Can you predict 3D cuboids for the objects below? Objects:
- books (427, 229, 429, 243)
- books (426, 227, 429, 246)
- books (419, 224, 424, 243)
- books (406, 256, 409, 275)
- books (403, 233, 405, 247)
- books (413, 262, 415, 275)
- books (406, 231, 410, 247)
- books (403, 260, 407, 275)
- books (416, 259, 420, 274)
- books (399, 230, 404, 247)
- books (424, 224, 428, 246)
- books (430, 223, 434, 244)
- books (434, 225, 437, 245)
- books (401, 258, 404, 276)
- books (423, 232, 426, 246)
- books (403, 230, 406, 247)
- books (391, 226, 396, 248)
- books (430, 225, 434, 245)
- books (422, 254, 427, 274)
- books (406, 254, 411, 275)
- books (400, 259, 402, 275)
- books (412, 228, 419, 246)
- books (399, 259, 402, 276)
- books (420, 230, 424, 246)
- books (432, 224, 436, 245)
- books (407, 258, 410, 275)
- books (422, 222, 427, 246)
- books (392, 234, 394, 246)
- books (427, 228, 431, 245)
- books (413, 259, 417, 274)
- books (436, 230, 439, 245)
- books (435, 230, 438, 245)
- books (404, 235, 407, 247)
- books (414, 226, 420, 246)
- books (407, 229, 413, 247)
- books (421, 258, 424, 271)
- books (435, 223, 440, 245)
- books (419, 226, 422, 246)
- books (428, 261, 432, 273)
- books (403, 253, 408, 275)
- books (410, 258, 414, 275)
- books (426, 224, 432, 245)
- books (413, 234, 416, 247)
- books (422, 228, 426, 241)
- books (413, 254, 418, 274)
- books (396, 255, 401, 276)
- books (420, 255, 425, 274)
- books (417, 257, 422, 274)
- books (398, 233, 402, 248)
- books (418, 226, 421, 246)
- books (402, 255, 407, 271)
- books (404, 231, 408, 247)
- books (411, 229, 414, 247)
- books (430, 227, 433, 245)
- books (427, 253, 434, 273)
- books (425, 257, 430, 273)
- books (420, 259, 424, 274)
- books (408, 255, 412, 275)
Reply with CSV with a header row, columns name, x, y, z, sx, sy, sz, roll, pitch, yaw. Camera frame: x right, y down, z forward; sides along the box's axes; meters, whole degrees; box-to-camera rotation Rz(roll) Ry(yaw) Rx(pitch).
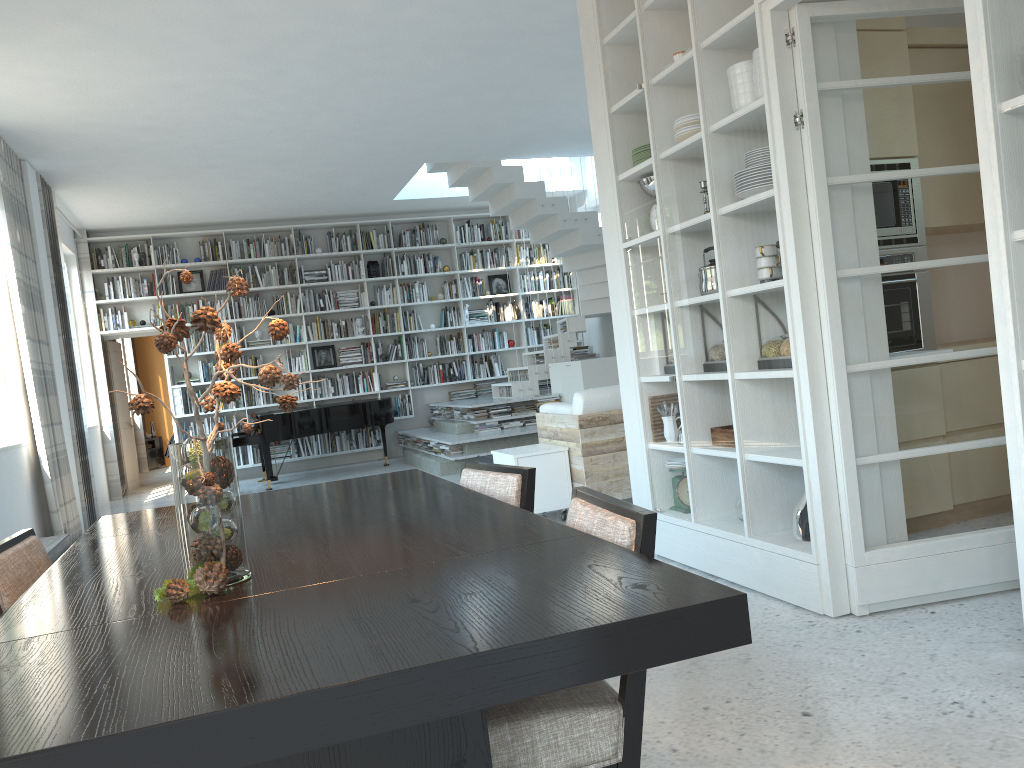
name,x,y,z,sx,sy,sz,roll,pitch,yaw
books,-1.150,-1.977,11.980,0.008,0.275,0.163,-7,2,-18
books,-1.161,-1.979,11.981,0.012,0.280,0.144,-7,2,-18
books,-1.220,-1.987,11.952,0.006,0.312,0.179,-7,2,-18
books,-1.412,-1.571,11.886,0.010,0.269,0.166,-7,2,-18
books,-1.465,-1.922,11.878,0.011,0.244,0.172,-7,2,-18
books,-1.336,-1.554,11.928,0.014,0.215,0.132,-7,2,-18
books,-1.404,-1.921,11.898,0.028,0.226,0.163,-7,2,-18
books,-1.446,-1.536,11.864,0.026,0.208,0.181,-7,2,-18
books,-1.279,-1.562,11.945,0.025,0.216,0.144,-7,2,-18
books,-1.471,-1.921,11.866,0.009,0.244,0.173,-7,2,-18
books,-1.172,-1.986,11.948,0.015,0.299,0.183,-7,2,-18
books,-1.091,-2.009,12.020,0.008,0.321,0.133,-7,2,-18
books,-1.052,-1.991,11.996,0.008,0.279,0.180,-7,2,-18
books,-1.478,-1.550,11.873,0.026,0.243,0.148,-7,2,-18
books,-1.197,-1.934,11.943,0.018,0.201,0.188,-7,2,-18
books,-1.457,-1.929,11.889,0.012,0.255,0.133,-7,2,-18
books,-1.593,-1.936,11.815,0.019,0.304,0.176,-7,2,-18
books,-1.097,-1.996,12.000,0.019,0.299,0.137,-7,2,-18
books,-1.186,-1.608,11.977,0.012,0.285,0.159,-7,2,-18
books,-1.394,-1.587,11.907,0.021,0.296,0.138,-7,2,-18
books,-1.497,-1.546,11.872,0.012,0.240,0.138,-7,2,-18
books,-1.295,-1.950,11.910,0.028,0.258,0.185,-7,2,-18
books,-1.512,-1.564,11.874,0.011,0.280,0.133,-7,2,-18
books,-1.224,-1.945,11.945,0.018,0.231,0.160,-7,2,-18
books,-1.065,-1.999,11.999,0.013,0.297,0.188,-7,2,-18
books,-1.402,-1.556,11.898,0.012,0.236,0.165,-7,2,-18
books,-1.189,-2.000,11.960,0.007,0.329,0.183,-7,2,-18
books,-1.611,-1.896,11.818,0.033,0.229,0.175,-7,2,-18
books,-1.133,-1.968,11.985,0.024,0.252,0.149,-7,2,-18
books,-1.318,-1.560,11.937,0.028,0.223,0.142,-7,2,-18
books,-1.023,-1.960,12.011,0.014,0.209,0.188,-7,2,-18
books,-1.041,-1.961,12.014,0.018,0.214,0.157,-7,2,-18
books,-1.440,-1.895,11.885,0.009,0.183,0.160,-7,2,-18
books,-1.279,-1.970,11.940,0.024,0.292,0.167,-7,2,-18
books,-1.378,-1.939,11.905,0.030,0.255,0.161,-7,2,-18
books,-1.218,-1.572,11.951,0.011,0.222,0.159,-7,2,-18
books,-1.019,-2.009,12.013,0.006,0.306,0.163,-7,2,-18
books,-1.245,-1.971,11.958,0.007,0.285,0.159,-7,2,-18
books,-1.128,-1.563,11.981,0.027,0.182,0.176,-7,2,-18
books,-1.425,-1.588,11.882,0.014,0.307,0.152,-7,2,-18
books,-1.351,-1.565,11.903,0.027,0.241,0.160,-7,2,-18
books,-1.119,-1.997,11.981,0.008,0.307,0.182,-7,2,-18
books,-1.331,-1.912,11.941,0.031,0.190,0.132,-7,2,-18
books,-1.192,-1.960,11.960,0.008,0.251,0.170,-7,2,-18
books,-1.301,-1.593,11.939,0.013,0.284,0.154,-7,2,-18
books,-1.517,-1.566,11.851,0.012,0.285,0.159,-7,2,-18
books,-1.210,-1.594,11.956,0.012,0.265,0.156,-7,2,-18
books,-1.254,-1.575,11.940,0.023,0.237,0.149,-7,2,-18
books,-1.493,-1.898,11.852,0.046,0.206,0.183,-7,2,-18
books,-1.264,-1.974,11.957,0.017,0.295,0.139,-7,2,-18
books,-1.438,-1.575,11.884,0.011,0.283,0.173,-7,2,-18
books,-1.429,-1.919,11.875,0.013,0.229,0.174,-7,2,-18
books,-1.354,-1.942,11.915,0.021,0.256,0.169,-7,2,-18
books,-1.107,-1.974,11.991,0.014,0.259,0.149,-7,2,-18
books,-1.104,-1.618,11.976,0.029,0.285,0.183,-7,2,-18
books,-1.157,-1.587,11.967,0.030,0.238,0.185,-7,2,-18
books,-1.228,-1.564,11.933,0.021,0.209,0.181,-7,2,-18
books,-1.379,-1.580,11.919,0.012,0.277,0.133,-7,2,-18
